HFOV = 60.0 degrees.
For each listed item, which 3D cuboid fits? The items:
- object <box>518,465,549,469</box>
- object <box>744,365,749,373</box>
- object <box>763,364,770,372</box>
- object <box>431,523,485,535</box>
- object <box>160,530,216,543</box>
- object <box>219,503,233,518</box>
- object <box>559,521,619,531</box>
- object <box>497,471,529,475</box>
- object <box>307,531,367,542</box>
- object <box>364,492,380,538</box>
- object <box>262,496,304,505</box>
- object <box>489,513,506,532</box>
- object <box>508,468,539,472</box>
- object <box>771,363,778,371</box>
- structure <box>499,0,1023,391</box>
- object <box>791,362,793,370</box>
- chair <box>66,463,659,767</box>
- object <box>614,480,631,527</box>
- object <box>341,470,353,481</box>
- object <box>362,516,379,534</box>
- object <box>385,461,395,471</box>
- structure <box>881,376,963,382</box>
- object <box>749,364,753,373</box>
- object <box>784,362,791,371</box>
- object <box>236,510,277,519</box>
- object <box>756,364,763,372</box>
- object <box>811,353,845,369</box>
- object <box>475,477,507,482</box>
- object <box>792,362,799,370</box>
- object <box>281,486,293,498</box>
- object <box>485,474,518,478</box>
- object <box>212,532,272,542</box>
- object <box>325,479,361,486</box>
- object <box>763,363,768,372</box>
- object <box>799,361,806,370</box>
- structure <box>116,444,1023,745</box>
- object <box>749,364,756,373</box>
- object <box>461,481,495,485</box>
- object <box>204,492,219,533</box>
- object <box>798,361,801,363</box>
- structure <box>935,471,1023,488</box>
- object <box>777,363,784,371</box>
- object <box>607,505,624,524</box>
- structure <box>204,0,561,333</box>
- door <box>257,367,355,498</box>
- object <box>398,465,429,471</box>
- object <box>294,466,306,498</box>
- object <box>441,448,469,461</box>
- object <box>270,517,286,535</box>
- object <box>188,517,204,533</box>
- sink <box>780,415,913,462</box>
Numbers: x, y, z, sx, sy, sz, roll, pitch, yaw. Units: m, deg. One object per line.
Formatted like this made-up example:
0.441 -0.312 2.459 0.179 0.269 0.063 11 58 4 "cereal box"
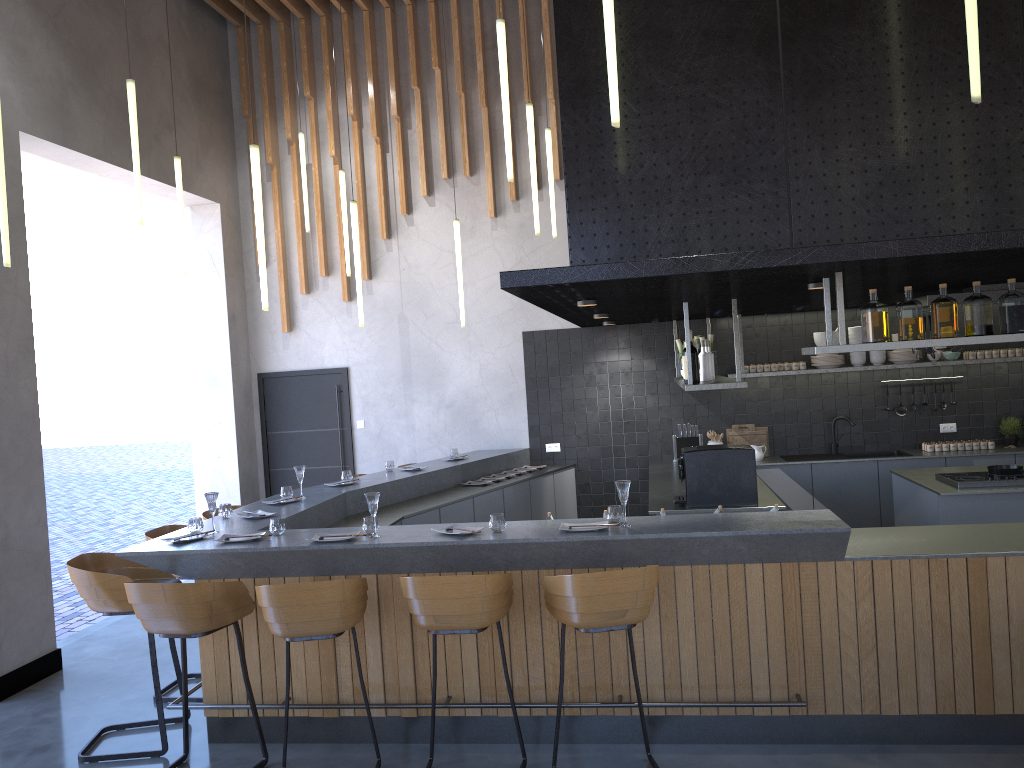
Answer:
0.225 0.830 8.815 0.294 0.025 0.170 -3 1 25 "object"
2.246 -0.144 8.536 0.062 0.078 0.062 -3 1 14 "object"
2.445 -0.156 8.505 0.062 0.078 0.062 -4 1 4 "object"
-0.259 0.753 4.555 0.170 0.025 0.294 -5 1 -44 "object"
-1.769 0.845 4.907 0.170 0.025 0.294 -3 1 34 "object"
-1.814 0.805 5.616 0.086 0.086 0.086 -4 1 -15 "object"
0.388 0.714 4.431 0.294 0.025 0.170 -4 1 7 "object"
0.024 0.849 8.446 0.294 0.025 0.170 -3 1 25 "object"
-0.894 0.794 4.591 0.294 0.025 0.170 -4 1 7 "object"
-0.720 0.680 4.611 0.082 0.227 0.082 -3 1 43 "object"
-1.571 0.811 6.181 0.170 0.025 0.294 -3 1 34 "object"
-0.075 0.711 4.536 0.086 0.086 0.086 -4 1 -16 "object"
0.126 0.839 8.630 0.294 0.025 0.170 -3 1 25 "object"
2.511 -0.160 8.494 0.062 0.078 0.062 -4 1 4 "object"
4.529 -1.361 5.928 8.600 2.382 4.958 -4 1 9 "structure"
2.716 -0.174 8.531 0.062 0.078 0.062 -4 1 4 "object"
-1.251 1.381 6.099 2.787 1.047 5.395 -4 1 -14 "chair"
0.562 0.600 4.450 0.082 0.227 0.082 -3 1 43 "object"
-1.339 0.748 7.191 0.086 0.086 0.086 -4 1 -31 "object"
-0.752 0.751 4.715 0.086 0.086 0.086 -4 1 9 "object"
-1.073 0.721 7.797 0.086 0.086 0.086 -4 1 -19 "object"
3.933 -0.044 8.516 0.743 0.018 0.074 -4 1 9 "structure"
2.324 -0.150 8.593 0.062 0.078 0.062 -4 1 4 "object"
2.651 -0.170 8.541 0.062 0.078 0.062 -4 1 4 "object"
-1.625 0.824 5.596 0.170 0.025 0.294 -5 1 -43 "object"
2.379 -0.152 8.515 0.062 0.078 0.062 -4 1 4 "object"
3.014 -0.249 8.474 0.304 0.195 0.300 -3 1 20 "object"
-0.176 0.868 8.042 0.294 0.025 0.170 -3 1 25 "object"
2.705 -0.172 8.464 0.062 0.078 0.062 -4 1 4 "object"
-1.617 0.780 6.366 0.086 0.086 0.086 -3 1 36 "object"
-0.081 0.859 8.245 0.294 0.025 0.170 -3 1 25 "object"
-1.434 0.826 4.762 0.294 0.025 0.170 -4 1 2 "object"
-1.318 0.781 7.005 0.170 0.025 0.294 -3 1 35 "object"
2.455 -0.158 8.572 0.062 0.078 0.062 -4 1 4 "object"
2.770 -0.176 8.454 0.062 0.078 0.062 -4 1 4 "object"
2.739 0.943 6.363 8.945 1.400 4.889 -4 1 9 "structure"
2.314 -0.148 8.525 0.062 0.078 0.062 -4 1 4 "object"
-0.288 0.879 7.842 0.294 0.025 0.170 -3 1 25 "object"
-1.712 0.736 5.076 0.082 0.227 0.082 -4 1 -19 "object"
2.781 -0.178 8.521 0.062 0.078 0.062 -4 1 4 "object"
3.433 0.667 6.363 0.599 0.060 0.510 -4 1 9 "structure"
2.586 -0.166 8.551 0.062 0.078 0.062 -4 1 4 "object"
0.530 0.671 4.554 0.086 0.086 0.086 -4 1 9 "object"
1.663 -1.202 3.761 10.399 5.894 10.127 -4 1 9 "structure"
-2.182 0.878 9.548 1.012 2.056 0.137 -4 1 9 "door"
-0.885 0.740 7.778 0.170 0.025 0.294 -5 1 -43 "object"
-1.514 0.702 6.350 0.082 0.227 0.082 -4 1 -19 "object"
-0.555 0.676 8.490 0.269 0.086 0.319 -3 1 34 "object"
-1.290 0.783 4.879 0.086 0.086 0.086 -3 1 30 "object"
-1.815 0.814 5.091 0.086 0.086 0.086 -3 1 36 "object"
3.137 0.578 8.408 1.111 0.547 0.498 -4 1 9 "sink"
